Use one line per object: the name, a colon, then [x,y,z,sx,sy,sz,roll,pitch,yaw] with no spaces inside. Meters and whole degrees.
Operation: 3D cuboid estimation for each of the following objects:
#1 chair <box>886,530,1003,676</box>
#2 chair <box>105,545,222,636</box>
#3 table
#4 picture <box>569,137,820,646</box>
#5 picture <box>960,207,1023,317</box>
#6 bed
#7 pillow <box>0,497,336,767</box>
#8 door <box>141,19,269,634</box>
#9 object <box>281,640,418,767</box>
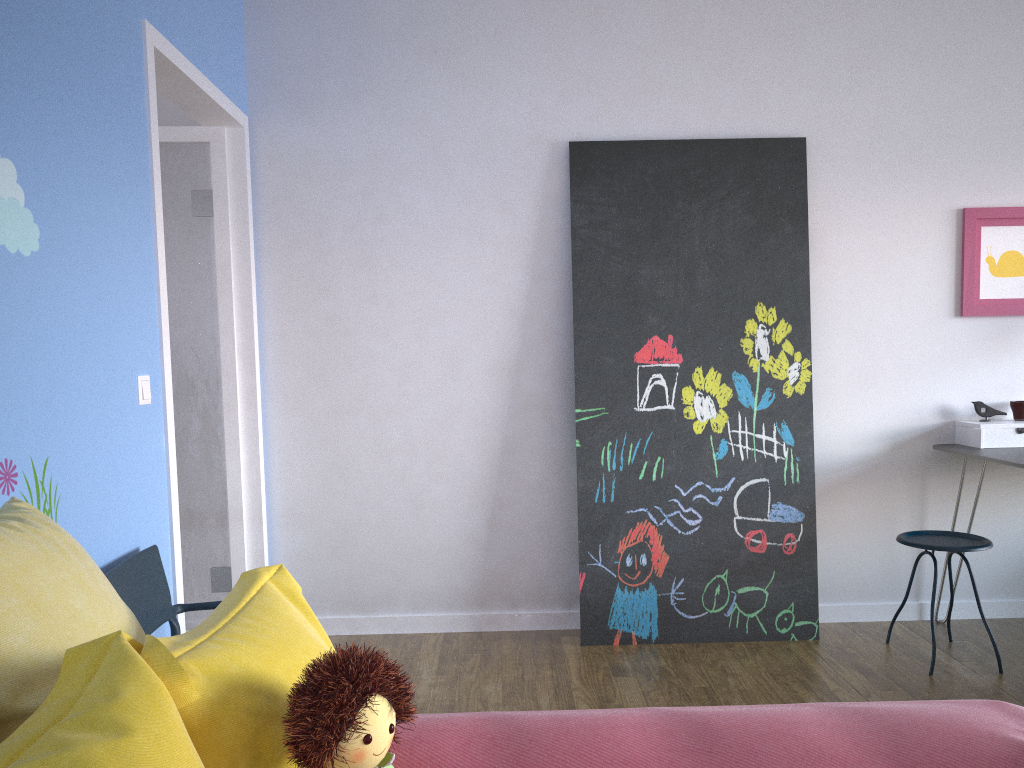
chair: [1.602,0.801,3.295,0.325,0.464,0.362,-1,4,-1]
chair: [-0.769,0.772,2.247,0.416,0.677,0.510,-2,4,-4]
table: [2.416,0.630,3.346,1.335,0.762,0.804,-1,3,-1]
picture: [0.730,0.028,3.555,0.958,2.028,0.206,-1,5,-1]
picture: [2.431,-0.512,3.649,1.153,0.442,0.027,-1,5,-1]
bed: [0.207,0.720,1.136,2.317,0.814,1.920,-1,2,-1]
pillow: [-0.583,0.436,1.080,0.679,0.534,1.340,-1,2,0]
door: [-1.517,0.031,3.092,0.998,2.138,1.028,-1,4,-1]
object: [-0.183,0.520,1.161,0.251,0.343,0.285,1,4,34]
